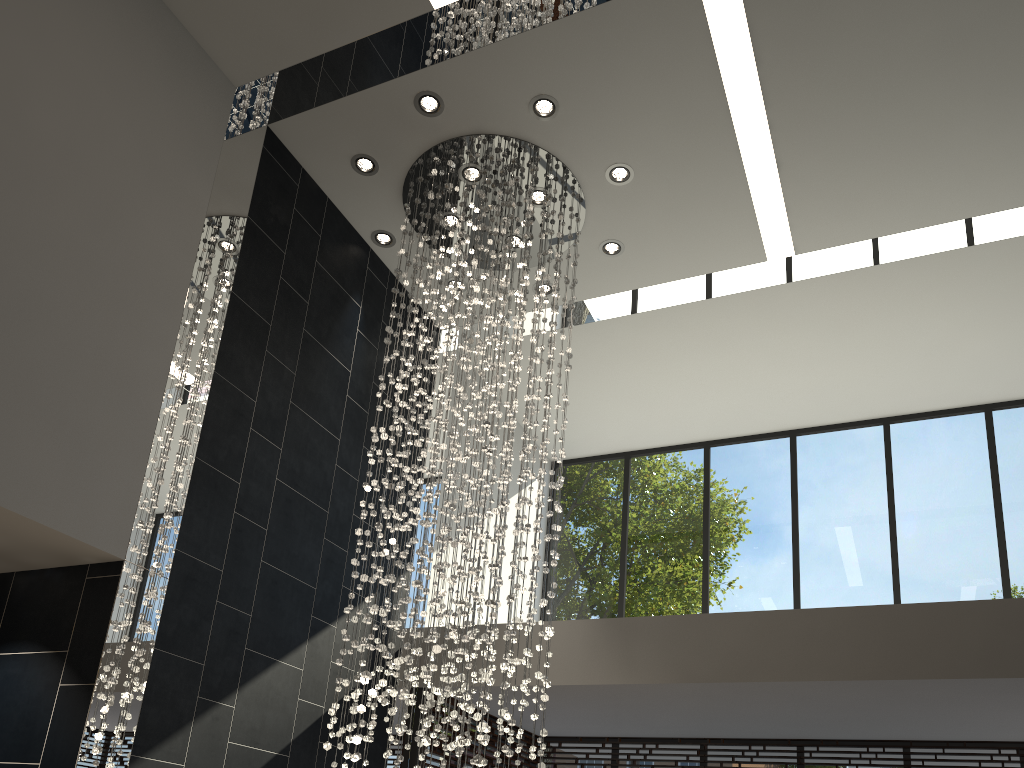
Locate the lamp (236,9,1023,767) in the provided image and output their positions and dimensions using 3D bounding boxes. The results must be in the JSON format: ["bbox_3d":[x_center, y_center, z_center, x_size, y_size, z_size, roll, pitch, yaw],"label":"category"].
[{"bbox_3d":[2.490,-41.117,12.690,416.837,105.012,418.023,26,-35,-33],"label":"lamp"}]

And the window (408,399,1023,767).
[{"bbox_3d":[2.530,2.398,6.662,6.209,5.510,2.531,-8,-25,25],"label":"window"}]
